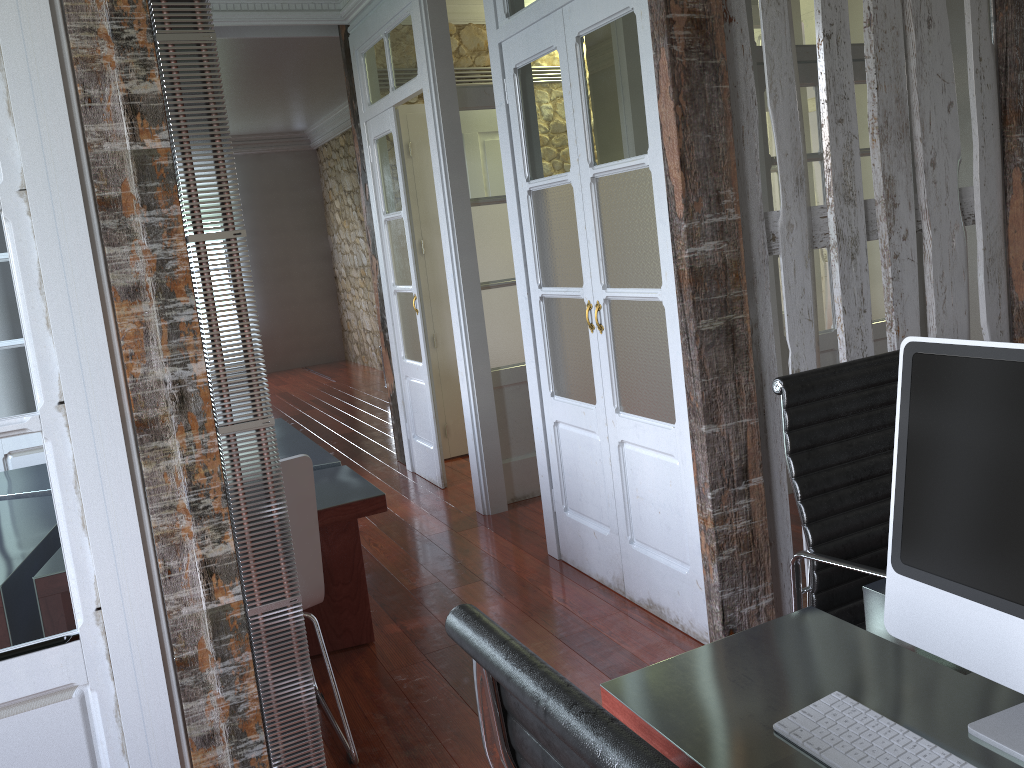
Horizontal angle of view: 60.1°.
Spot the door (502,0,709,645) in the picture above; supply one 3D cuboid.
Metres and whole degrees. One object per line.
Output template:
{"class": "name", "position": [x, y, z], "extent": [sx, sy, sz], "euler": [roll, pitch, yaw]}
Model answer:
{"class": "door", "position": [0.319, -0.261, 3.241], "extent": [0.041, 2.165, 1.061], "euler": [-10, 8, -24]}

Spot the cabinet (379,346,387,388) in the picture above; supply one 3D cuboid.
{"class": "cabinet", "position": [-0.699, -0.075, 7.813], "extent": [0.490, 0.507, 1.428], "euler": [-10, 10, -24]}

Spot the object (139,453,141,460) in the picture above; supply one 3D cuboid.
{"class": "object", "position": [-1.694, 0.330, 3.753], "extent": [0.308, 0.012, 0.225], "euler": [-10, 10, -20]}

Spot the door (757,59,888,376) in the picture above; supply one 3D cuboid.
{"class": "door", "position": [1.694, -0.600, 4.553], "extent": [1.080, 2.072, 0.041], "euler": [-10, 7, -25]}

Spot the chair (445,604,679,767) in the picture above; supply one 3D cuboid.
{"class": "chair", "position": [0.333, 0.712, 0.998], "extent": [0.701, 1.016, 0.668], "euler": [-10, 8, -20]}

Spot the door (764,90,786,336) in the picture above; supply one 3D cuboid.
{"class": "door", "position": [1.319, -0.686, 5.319], "extent": [1.080, 2.072, 0.041], "euler": [-10, 7, -25]}

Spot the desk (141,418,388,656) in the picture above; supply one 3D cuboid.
{"class": "desk", "position": [-1.372, 0.703, 3.291], "extent": [1.451, 0.649, 1.719], "euler": [-11, 10, -24]}

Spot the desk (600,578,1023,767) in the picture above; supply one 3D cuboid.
{"class": "desk", "position": [1.576, 0.655, 1.311], "extent": [2.516, 0.723, 1.305], "euler": [-11, 10, -24]}

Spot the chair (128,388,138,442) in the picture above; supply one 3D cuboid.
{"class": "chair", "position": [-1.765, 0.517, 3.900], "extent": [0.477, 0.913, 0.603], "euler": [-10, 8, -24]}

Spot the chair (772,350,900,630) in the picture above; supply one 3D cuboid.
{"class": "chair", "position": [0.952, 0.483, 1.905], "extent": [0.668, 1.016, 0.701], "euler": [-11, 9, -30]}

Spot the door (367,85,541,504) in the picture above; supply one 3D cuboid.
{"class": "door", "position": [-0.431, -0.460, 4.928], "extent": [1.187, 2.168, 0.485], "euler": [-1, 9, 39]}

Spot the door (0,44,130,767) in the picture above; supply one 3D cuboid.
{"class": "door", "position": [-1.346, 0.228, 1.557], "extent": [1.164, 2.168, 0.041], "euler": [-10, 7, -25]}

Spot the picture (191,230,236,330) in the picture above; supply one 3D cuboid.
{"class": "picture", "position": [-4.170, -1.599, 10.700], "extent": [1.585, 1.975, 0.127], "euler": [-10, 7, -24]}

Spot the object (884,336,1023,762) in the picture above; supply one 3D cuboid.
{"class": "object", "position": [0.671, 0.196, 1.038], "extent": [0.190, 0.482, 0.485], "euler": [-10, 9, -24]}

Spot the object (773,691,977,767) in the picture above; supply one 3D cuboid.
{"class": "object", "position": [0.488, 0.461, 0.996], "extent": [0.119, 0.017, 0.440], "euler": [-11, 11, -24]}

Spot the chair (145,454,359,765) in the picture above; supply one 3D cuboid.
{"class": "chair", "position": [-0.780, 0.637, 2.516], "extent": [0.477, 0.913, 0.603], "euler": [-10, 8, -24]}

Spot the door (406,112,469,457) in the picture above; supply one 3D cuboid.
{"class": "door", "position": [-0.161, -0.683, 5.853], "extent": [0.872, 2.204, 0.146], "euler": [-10, 7, -25]}
